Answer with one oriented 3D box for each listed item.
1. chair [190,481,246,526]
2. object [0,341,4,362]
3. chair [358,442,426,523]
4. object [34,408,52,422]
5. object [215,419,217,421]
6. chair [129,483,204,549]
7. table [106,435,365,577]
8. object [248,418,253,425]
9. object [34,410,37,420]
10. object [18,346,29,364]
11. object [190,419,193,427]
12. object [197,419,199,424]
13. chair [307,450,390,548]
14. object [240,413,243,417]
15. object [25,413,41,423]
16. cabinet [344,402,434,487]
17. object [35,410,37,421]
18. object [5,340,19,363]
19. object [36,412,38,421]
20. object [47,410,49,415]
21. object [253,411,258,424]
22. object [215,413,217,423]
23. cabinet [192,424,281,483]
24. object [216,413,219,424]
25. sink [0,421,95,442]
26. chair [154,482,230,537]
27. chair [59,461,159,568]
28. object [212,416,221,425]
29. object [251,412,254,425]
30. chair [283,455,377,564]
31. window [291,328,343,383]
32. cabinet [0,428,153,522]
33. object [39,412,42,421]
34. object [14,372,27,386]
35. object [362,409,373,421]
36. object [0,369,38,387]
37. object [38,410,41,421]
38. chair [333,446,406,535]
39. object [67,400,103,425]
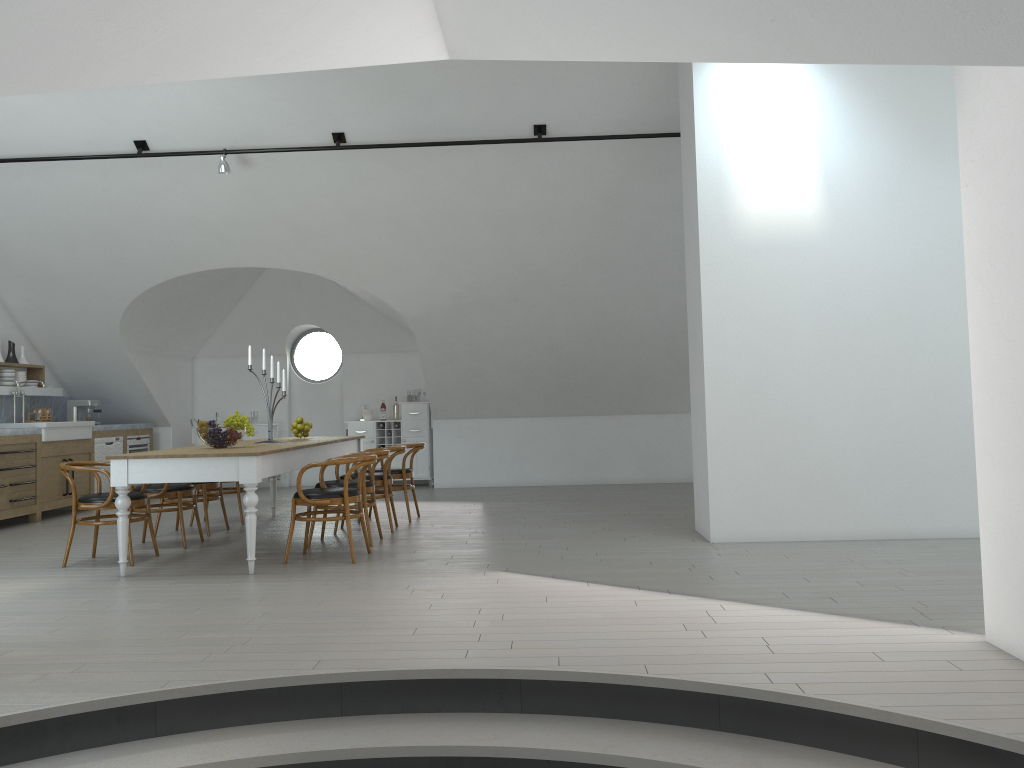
[{"bbox_3d":[-2.872,0.988,8.658,0.621,0.736,0.526,-1,-3,-1],"label":"chair"},{"bbox_3d":[-5.727,-0.370,9.857,0.156,0.268,0.156,-1,-3,-9],"label":"object"},{"bbox_3d":[-1.136,0.940,8.536,0.621,0.736,0.526,-2,-3,5],"label":"chair"},{"bbox_3d":[-5.631,0.401,10.638,0.104,0.223,0.200,-2,-2,3],"label":"object"},{"bbox_3d":[-4.137,0.497,12.418,0.097,0.137,0.029,-2,-3,6],"label":"object"},{"bbox_3d":[-2.884,0.950,7.208,0.621,0.736,0.526,-1,-3,-1],"label":"chair"},{"bbox_3d":[-2.078,0.900,7.444,1.018,0.800,3.344,-2,-2,2],"label":"table"},{"bbox_3d":[-3.604,0.513,12.223,0.071,0.099,0.071,-3,-3,26],"label":"object"},{"bbox_3d":[-5.626,0.404,10.464,0.042,0.193,0.040,-4,-4,40],"label":"object"},{"bbox_3d":[-5.712,-0.332,10.342,0.156,0.219,0.156,-1,-3,-16],"label":"object"},{"bbox_3d":[-4.373,0.617,12.170,0.088,0.269,0.029,0,-3,-24],"label":"object"},{"bbox_3d":[-4.318,0.616,12.168,0.088,0.269,0.029,-3,-4,29],"label":"object"},{"bbox_3d":[-1.283,0.905,7.092,0.621,0.736,0.526,-2,-3,2],"label":"chair"},{"bbox_3d":[-3.732,0.482,12.236,0.048,0.169,0.048,-1,-3,-10],"label":"object"},{"bbox_3d":[-5.629,0.420,10.414,0.100,0.172,0.172,-2,-2,4],"label":"object"},{"bbox_3d":[-1.674,0.841,12.331,1.242,1.156,0.609,-2,-3,2],"label":"cabinet"},{"bbox_3d":[-5.609,0.406,10.443,0.019,0.196,0.022,-1,-3,-9],"label":"object"},{"bbox_3d":[-5.713,-0.363,10.119,0.156,0.268,0.156,-2,-3,7],"label":"object"},{"bbox_3d":[-5.589,0.414,10.436,0.019,0.179,0.044,1,-4,-33],"label":"object"},{"bbox_3d":[-5.590,0.408,10.670,0.040,0.193,0.042,1,-4,-37],"label":"object"},{"bbox_3d":[-3.543,0.468,12.262,0.063,0.187,0.063,-1,-3,-12],"label":"object"},{"bbox_3d":[-4.149,0.481,12.417,0.039,0.175,0.054,-2,-3,2],"label":"object"},{"bbox_3d":[-3.805,0.961,12.226,1.134,0.790,0.496,-2,-3,2],"label":"cabinet"},{"bbox_3d":[-4.117,0.482,12.401,0.039,0.164,0.024,-2,-3,15],"label":"object"},{"bbox_3d":[-5.175,0.523,9.711,0.727,0.202,1.019,-2,-2,2],"label":"sink"},{"bbox_3d":[-2.913,0.970,7.937,0.621,0.736,0.526,-2,-3,6],"label":"chair"},{"bbox_3d":[-2.975,0.933,6.488,0.621,0.736,0.526,-2,-3,2],"label":"chair"},{"bbox_3d":[-4.138,0.516,12.409,0.101,0.138,0.066,-2,-3,2],"label":"object"},{"bbox_3d":[-3.598,0.475,12.294,0.054,0.179,0.054,0,-3,-20],"label":"object"},{"bbox_3d":[-1.273,0.886,6.365,0.621,0.736,0.526,-2,-3,6],"label":"chair"},{"bbox_3d":[-2.822,-0.408,12.922,0.900,0.901,0.060,-2,-3,2],"label":"window"},{"bbox_3d":[-5.356,1.025,8.565,1.004,1.023,6.420,-2,-2,2],"label":"cabinet"},{"bbox_3d":[-5.584,0.415,10.474,0.044,0.179,0.019,-1,-3,-13],"label":"object"},{"bbox_3d":[-5.662,-0.060,10.184,0.154,0.160,0.157,-3,-3,31],"label":"object"},{"bbox_3d":[-2.007,0.435,12.320,0.154,0.160,0.157,-3,-3,31],"label":"object"},{"bbox_3d":[-5.686,-0.057,10.184,0.198,0.196,0.656,-2,-2,2],"label":"object"},{"bbox_3d":[-5.577,0.402,10.462,0.042,0.193,0.040,-4,-4,39],"label":"object"},{"bbox_3d":[-1.236,0.923,7.818,0.621,0.736,0.526,-1,-3,-2],"label":"chair"},{"bbox_3d":[-5.296,0.362,11.085,0.386,0.321,0.324,-2,-2,2],"label":"object"}]
